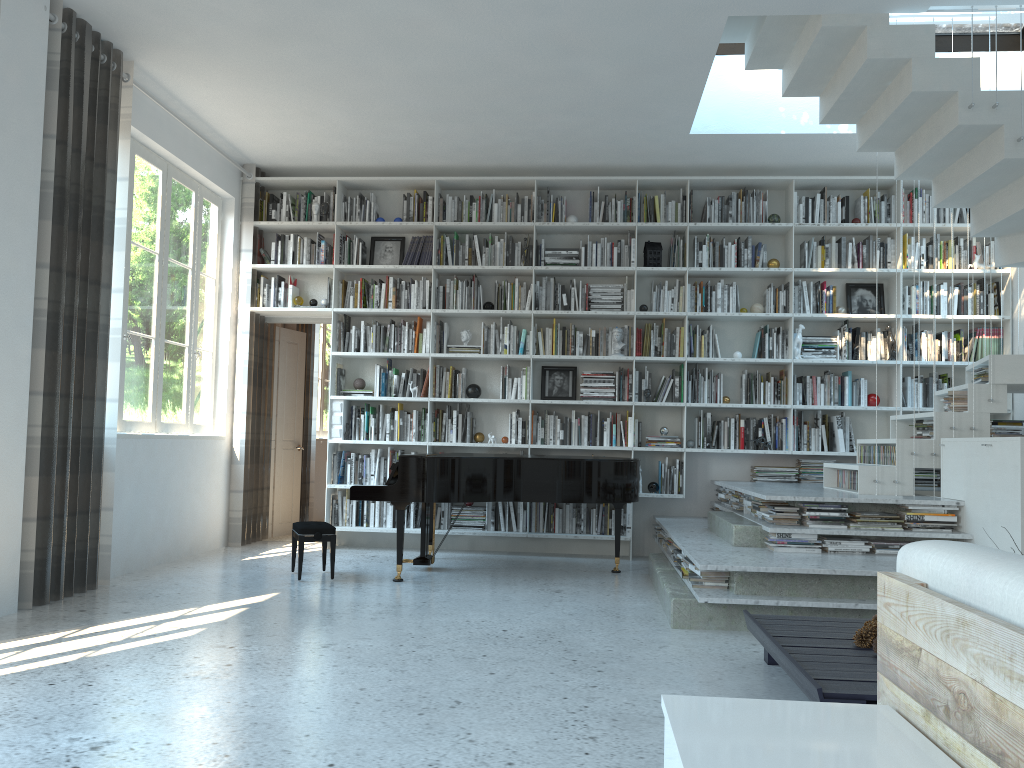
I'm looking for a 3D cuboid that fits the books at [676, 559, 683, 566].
[{"bbox_3d":[1.099,1.080,5.362,0.189,0.013,0.215,1,-4,3],"label":"books"}]

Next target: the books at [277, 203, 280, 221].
[{"bbox_3d":[-2.015,-1.461,7.746,0.031,0.195,0.145,1,-3,5],"label":"books"}]

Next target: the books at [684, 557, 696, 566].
[{"bbox_3d":[1.044,0.953,4.764,0.192,0.014,0.256,1,-4,1],"label":"books"}]

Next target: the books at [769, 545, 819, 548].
[{"bbox_3d":[1.612,0.929,5.104,0.264,0.006,0.164,1,-4,6],"label":"books"}]

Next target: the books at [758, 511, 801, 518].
[{"bbox_3d":[1.607,0.786,5.333,0.184,0.014,0.297,1,-4,4],"label":"books"}]

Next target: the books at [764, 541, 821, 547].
[{"bbox_3d":[1.613,0.922,5.105,0.285,0.008,0.159,1,-4,3],"label":"books"}]

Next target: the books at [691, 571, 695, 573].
[{"bbox_3d":[1.095,1.058,5.060,0.154,0.014,0.197,1,-4,5],"label":"books"}]

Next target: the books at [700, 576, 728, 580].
[{"bbox_3d":[1.076,1.022,4.758,0.137,0.019,0.224,1,-4,6],"label":"books"}]

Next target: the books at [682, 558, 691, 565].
[{"bbox_3d":[1.077,1.019,5.064,0.168,0.013,0.281,1,-4,0],"label":"books"}]

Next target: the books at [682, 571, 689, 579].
[{"bbox_3d":[1.067,1.092,5.061,0.191,0.016,0.209,1,-4,10],"label":"books"}]

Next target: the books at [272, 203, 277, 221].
[{"bbox_3d":[-2.046,-1.459,7.724,0.028,0.186,0.182,1,-3,5],"label":"books"}]

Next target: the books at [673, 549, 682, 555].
[{"bbox_3d":[1.133,1.083,5.666,0.160,0.025,0.244,1,-4,0],"label":"books"}]

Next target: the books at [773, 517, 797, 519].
[{"bbox_3d":[1.626,0.796,5.330,0.134,0.006,0.227,1,-4,9],"label":"books"}]

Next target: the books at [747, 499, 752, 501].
[{"bbox_3d":[1.667,0.772,5.914,0.145,0.017,0.208,1,-4,0],"label":"books"}]

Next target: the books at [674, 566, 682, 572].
[{"bbox_3d":[1.092,1.118,5.360,0.193,0.005,0.225,1,-4,1],"label":"books"}]

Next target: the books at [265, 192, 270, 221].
[{"bbox_3d":[-2.115,-1.510,7.734,0.014,0.286,0.175,1,-3,5],"label":"books"}]

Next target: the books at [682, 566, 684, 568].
[{"bbox_3d":[1.105,1.090,5.361,0.180,0.008,0.267,1,-4,4],"label":"books"}]

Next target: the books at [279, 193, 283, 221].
[{"bbox_3d":[-1.994,-1.505,7.731,0.010,0.281,0.160,1,-3,5],"label":"books"}]

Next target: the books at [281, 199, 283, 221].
[{"bbox_3d":[-1.977,-1.477,7.736,0.024,0.227,0.157,1,-3,5],"label":"books"}]

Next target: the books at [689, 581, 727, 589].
[{"bbox_3d":[1.049,1.071,4.757,0.184,0.017,0.230,1,-4,7],"label":"books"}]

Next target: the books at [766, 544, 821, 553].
[{"bbox_3d":[1.610,0.942,5.084,0.262,0.023,0.200,1,-4,3],"label":"books"}]

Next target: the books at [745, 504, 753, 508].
[{"bbox_3d":[1.651,0.817,5.913,0.178,0.015,0.187,1,-4,10],"label":"books"}]

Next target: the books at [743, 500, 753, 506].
[{"bbox_3d":[1.656,0.795,5.914,0.174,0.029,0.250,1,-4,3],"label":"books"}]

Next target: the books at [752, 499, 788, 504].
[{"bbox_3d":[1.633,0.744,5.611,0.171,0.007,0.260,1,-4,3],"label":"books"}]

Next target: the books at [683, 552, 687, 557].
[{"bbox_3d":[1.076,0.972,5.067,0.182,0.016,0.257,1,-4,8],"label":"books"}]

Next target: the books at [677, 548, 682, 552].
[{"bbox_3d":[1.145,1.062,5.666,0.142,0.017,0.239,1,-4,1],"label":"books"}]

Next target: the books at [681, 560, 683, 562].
[{"bbox_3d":[1.105,1.060,5.362,0.171,0.007,0.260,1,-4,8],"label":"books"}]

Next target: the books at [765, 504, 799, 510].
[{"bbox_3d":[1.624,0.741,5.334,0.149,0.014,0.228,1,-4,3],"label":"books"}]

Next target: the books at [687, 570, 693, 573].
[{"bbox_3d":[1.087,1.067,5.060,0.170,0.006,0.268,1,-4,5],"label":"books"}]

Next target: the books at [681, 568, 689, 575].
[{"bbox_3d":[1.071,1.073,5.061,0.191,0.006,0.275,1,-4,7],"label":"books"}]

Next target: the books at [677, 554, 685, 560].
[{"bbox_3d":[1.103,1.048,5.363,0.180,0.017,0.183,1,-4,2],"label":"books"}]

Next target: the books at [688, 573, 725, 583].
[{"bbox_3d":[1.044,1.040,4.759,0.187,0.017,0.206,1,-4,10],"label":"books"}]

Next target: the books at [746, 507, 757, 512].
[{"bbox_3d":[1.662,0.836,5.911,0.167,0.024,0.192,1,-4,6],"label":"books"}]

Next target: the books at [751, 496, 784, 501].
[{"bbox_3d":[1.619,0.722,5.614,0.189,0.022,0.238,1,-4,10],"label":"books"}]

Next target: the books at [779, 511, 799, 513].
[{"bbox_3d":[1.653,0.762,5.330,0.091,0.011,0.190,1,-4,3],"label":"books"}]

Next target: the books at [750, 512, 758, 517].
[{"bbox_3d":[1.669,0.869,5.908,0.132,0.016,0.262,1,-4,10],"label":"books"}]

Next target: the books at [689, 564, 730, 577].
[{"bbox_3d":[1.057,0.999,4.761,0.156,0.027,0.287,1,-4,0],"label":"books"}]

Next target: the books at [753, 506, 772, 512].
[{"bbox_3d":[1.633,0.788,5.609,0.177,0.026,0.230,1,-4,5],"label":"books"}]

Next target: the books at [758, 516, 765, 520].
[{"bbox_3d":[1.640,0.846,5.605,0.142,0.020,0.231,1,-4,10],"label":"books"}]

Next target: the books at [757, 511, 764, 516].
[{"bbox_3d":[1.642,0.815,5.606,0.155,0.028,0.189,1,-4,6],"label":"books"}]

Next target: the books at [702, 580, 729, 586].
[{"bbox_3d":[1.080,1.056,4.756,0.132,0.014,0.205,1,-4,5],"label":"books"}]

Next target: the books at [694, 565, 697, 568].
[{"bbox_3d":[1.051,0.965,4.763,0.176,0.010,0.266,1,-4,1],"label":"books"}]

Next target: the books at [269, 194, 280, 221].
[{"bbox_3d":[-2.072,-1.501,7.727,0.025,0.269,0.177,1,-3,5],"label":"books"}]

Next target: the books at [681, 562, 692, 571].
[{"bbox_3d":[1.075,1.043,5.063,0.191,0.015,0.246,1,-4,6],"label":"books"}]

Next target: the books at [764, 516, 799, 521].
[{"bbox_3d":[1.619,0.806,5.330,0.152,0.015,0.208,1,-4,2],"label":"books"}]

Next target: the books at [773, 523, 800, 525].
[{"bbox_3d":[1.628,0.832,5.328,0.144,0.009,0.250,1,-4,5],"label":"books"}]

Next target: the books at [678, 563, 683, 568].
[{"bbox_3d":[1.109,1.106,5.359,0.171,0.005,0.297,1,-4,4],"label":"books"}]

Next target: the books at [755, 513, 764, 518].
[{"bbox_3d":[1.636,0.833,5.606,0.154,0.007,0.293,1,-4,8],"label":"books"}]

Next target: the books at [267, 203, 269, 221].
[{"bbox_3d":[-2.097,-1.464,7.733,0.024,0.194,0.167,1,-3,5],"label":"books"}]

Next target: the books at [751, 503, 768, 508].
[{"bbox_3d":[1.629,0.770,5.610,0.187,0.009,0.250,1,-4,5],"label":"books"}]

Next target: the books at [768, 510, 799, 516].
[{"bbox_3d":[1.631,0.773,5.331,0.137,0.012,0.242,1,-4,6],"label":"books"}]

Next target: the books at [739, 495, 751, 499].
[{"bbox_3d":[1.644,0.756,5.917,0.192,0.014,0.256,1,-4,1],"label":"books"}]

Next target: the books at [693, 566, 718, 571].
[{"bbox_3d":[1.057,0.978,4.762,0.165,0.015,0.243,1,-4,9],"label":"books"}]

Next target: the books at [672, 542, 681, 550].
[{"bbox_3d":[1.132,1.038,5.669,0.170,0.014,0.281,1,-4,2],"label":"books"}]

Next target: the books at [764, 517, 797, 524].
[{"bbox_3d":[1.613,0.820,5.330,0.161,0.014,0.212,1,-4,9],"label":"books"}]

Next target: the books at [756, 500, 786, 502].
[{"bbox_3d":[1.633,0.737,5.612,0.170,0.008,0.208,1,-4,8],"label":"books"}]

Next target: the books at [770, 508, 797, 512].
[{"bbox_3d":[1.627,0.752,5.333,0.132,0.009,0.269,1,-4,9],"label":"books"}]

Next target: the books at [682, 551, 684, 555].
[{"bbox_3d":[1.119,1.026,5.363,0.141,0.028,0.223,1,-4,0],"label":"books"}]

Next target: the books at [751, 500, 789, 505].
[{"bbox_3d":[1.631,0.754,5.611,0.168,0.013,0.281,1,-4,2],"label":"books"}]
